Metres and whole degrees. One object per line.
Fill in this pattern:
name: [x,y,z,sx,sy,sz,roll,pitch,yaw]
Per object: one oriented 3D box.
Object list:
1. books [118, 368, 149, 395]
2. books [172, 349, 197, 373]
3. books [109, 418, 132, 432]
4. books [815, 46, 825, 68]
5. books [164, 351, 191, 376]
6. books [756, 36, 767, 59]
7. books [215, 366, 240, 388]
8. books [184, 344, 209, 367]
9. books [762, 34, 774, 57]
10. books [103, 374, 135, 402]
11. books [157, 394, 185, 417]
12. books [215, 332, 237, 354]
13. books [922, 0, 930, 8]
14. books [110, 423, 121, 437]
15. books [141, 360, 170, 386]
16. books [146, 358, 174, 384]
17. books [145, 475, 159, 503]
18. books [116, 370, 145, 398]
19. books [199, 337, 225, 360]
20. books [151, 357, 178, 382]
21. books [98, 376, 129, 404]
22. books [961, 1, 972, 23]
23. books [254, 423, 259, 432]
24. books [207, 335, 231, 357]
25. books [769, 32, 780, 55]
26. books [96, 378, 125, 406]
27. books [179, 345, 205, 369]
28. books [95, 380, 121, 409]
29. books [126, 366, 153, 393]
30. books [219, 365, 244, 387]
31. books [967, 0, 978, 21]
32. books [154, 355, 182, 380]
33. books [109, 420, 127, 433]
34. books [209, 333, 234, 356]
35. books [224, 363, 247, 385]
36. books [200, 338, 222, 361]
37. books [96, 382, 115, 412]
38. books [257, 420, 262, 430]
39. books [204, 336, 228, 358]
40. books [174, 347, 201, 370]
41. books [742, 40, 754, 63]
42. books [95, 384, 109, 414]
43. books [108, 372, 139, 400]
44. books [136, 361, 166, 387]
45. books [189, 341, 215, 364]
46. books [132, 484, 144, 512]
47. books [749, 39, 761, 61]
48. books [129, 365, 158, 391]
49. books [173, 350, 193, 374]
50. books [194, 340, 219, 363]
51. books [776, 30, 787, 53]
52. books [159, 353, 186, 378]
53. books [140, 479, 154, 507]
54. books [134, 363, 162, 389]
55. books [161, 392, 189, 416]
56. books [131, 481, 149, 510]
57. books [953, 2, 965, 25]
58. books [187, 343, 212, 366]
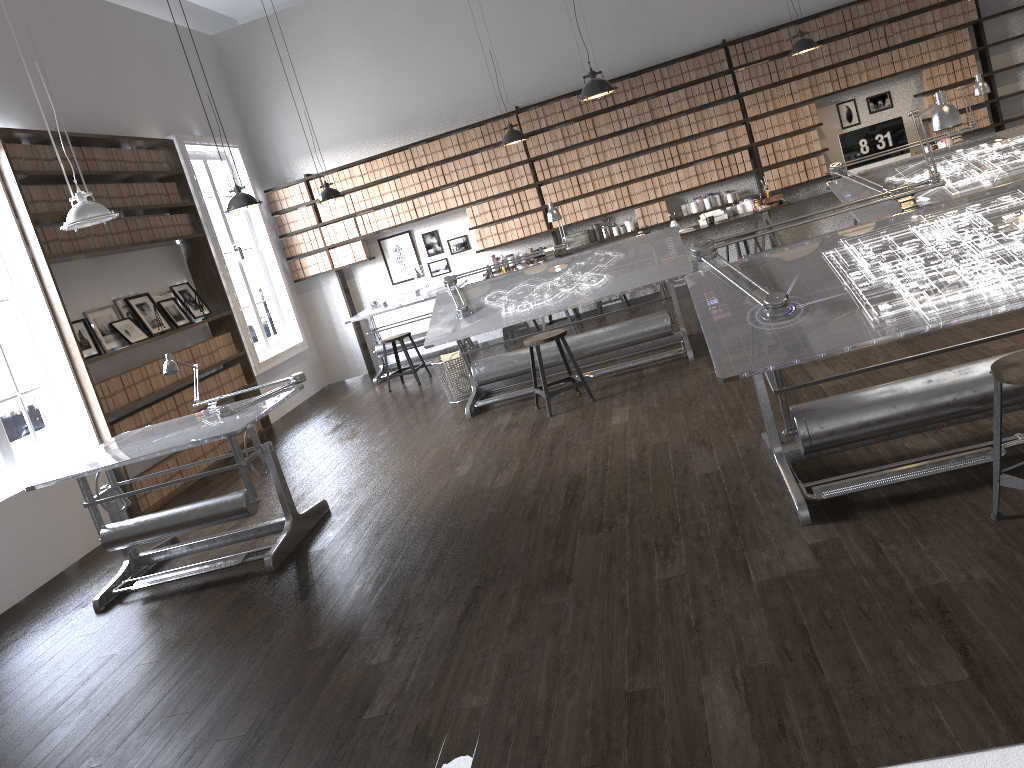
books: [-3.099,0.005,7.239,0.174,0.224,0.067,-15,8,10]
books: [-2.990,-0.190,8.052,0.174,0.224,0.067,-15,8,10]
books: [-3.054,0.396,6.916,0.174,0.224,0.067,-15,8,10]
books: [3.238,-3.442,9.362,0.066,0.224,0.176,-15,9,11]
books: [-3.001,-0.159,7.916,0.174,0.224,0.067,-15,8,10]
books: [2.644,-3.567,9.422,0.066,0.224,0.176,-15,9,11]
books: [-2.809,-0.043,8.749,0.174,0.224,0.067,-15,8,10]
books: [-2.956,-0.243,8.266,0.174,0.224,0.067,-15,8,10]
books: [2.711,-3.585,9.409,0.066,0.224,0.176,-15,9,11]
books: [-3.123,0.054,7.027,0.174,0.224,0.067,-15,8,10]
books: [-2.951,0.216,7.663,0.174,0.224,0.067,-15,8,10]
books: [-2.874,-0.386,8.860,0.174,0.224,0.067,-15,8,10]
books: [4.225,-3.983,9.124,0.066,0.224,0.176,-15,9,11]
books: [-3.070,0.429,6.774,0.174,0.224,0.067,-15,8,10]
books: [-3.050,-0.076,7.570,0.174,0.224,0.067,-15,8,10]
books: [-3.044,-0.091,7.640,0.174,0.224,0.067,-15,8,10]
books: [-2.915,0.848,6.990,0.174,0.224,0.067,-15,8,10]
books: [-3.104,0.020,7.170,0.174,0.224,0.067,-15,8,10]
books: [-2.913,-0.321,8.596,0.174,0.224,0.067,-15,8,10]
books: [-3.037,-0.107,7.708,0.174,0.224,0.067,-15,8,10]
books: [-3.138,0.073,6.956,0.174,0.224,0.067,-15,8,10]
books: [4.638,-3.811,9.102,0.066,0.224,0.176,-15,9,11]
books: [-2.662,0.392,8.891,0.174,0.224,0.067,-15,8,10]
books: [-2.897,-0.353,8.730,0.174,0.224,0.067,-15,8,10]
books: [2.775,-3.600,9.392,0.067,0.224,0.176,-15,9,11]
books: [-3.144,0.088,6.892,0.174,0.224,0.067,-15,8,10]
books: [-2.970,-0.225,8.198,0.174,0.224,0.067,-15,8,10]
books: [-3.148,0.102,6.829,0.174,0.224,0.067,-15,8,10]
books: [-3.090,-0.012,7.309,0.174,0.224,0.067,-15,8,10]
books: [-2.800,-0.060,8.818,0.174,0.224,0.067,-15,8,10]
books: [4.698,-3.826,9.090,0.066,0.224,0.176,-15,9,11]
books: [-3.024,-0.124,7.775,0.174,0.224,0.067,-15,8,10]
books: [-3.060,0.412,6.845,0.174,0.224,0.067,-15,8,10]
books: [-2.889,-0.369,8.798,0.174,0.224,0.067,-15,8,10]
books: [-2.787,-0.077,8.886,0.174,0.224,0.067,-15,8,10]
books: [-2.923,-0.306,8.535,0.174,0.224,0.067,-15,8,10]
books: [-3.158,0.118,6.759,0.174,0.224,0.067,-15,8,10]
books: [-2.650,0.374,8.965,0.174,0.224,0.067,-15,8,10]
books: [-2.902,-0.338,8.661,0.174,0.224,0.067,-15,8,10]
books: [-2.975,-0.209,8.123,0.174,0.224,0.067,-15,8,10]
books: [2.509,-3.532,9.447,0.066,0.224,0.176,-15,9,11]
books: [-3.170,0.136,6.689,0.174,0.224,0.067,-15,8,10]
books: [-3.118,0.038,7.101,0.174,0.224,0.067,-15,8,10]
books: [-3.061,-0.058,7.500,0.174,0.224,0.067,-15,8,10]
books: [-2.941,-0.275,8.405,0.174,0.224,0.067,-15,8,10]
books: [-2.947,0.898,6.784,0.174,0.224,0.067,-15,8,10]
books: [2.576,-3.548,9.430,0.066,0.224,0.176,-15,9,11]
books: [-3.075,-0.029,7.373,0.174,0.224,0.067,-15,8,10]
books: [-2.997,-0.173,7.978,0.174,0.224,0.067,-15,8,10]
books: [-2.927,-0.292,8.470,0.174,0.224,0.067,-15,8,10]
books: [2.839,-3.618,9.384,0.066,0.224,0.176,-15,9,11]
books: [-3.011,-0.142,7.845,0.174,0.224,0.067,-15,8,10]
books: [-2.923,0.864,6.919,0.174,0.224,0.067,-15,8,10]
books: [-3.071,-0.043,7.439,0.174,0.224,0.067,-15,8,10]
books: [-2.946,0.200,7.736,0.174,0.224,0.067,-15,8,10]
books: [-2.936,0.881,6.851,0.174,0.224,0.067,-15,8,10]
books: [4.574,-3.793,9.110,0.067,0.224,0.176,-15,9,11]
books: [-2.951,-0.258,8.336,0.174,0.224,0.067,-15,8,10]
